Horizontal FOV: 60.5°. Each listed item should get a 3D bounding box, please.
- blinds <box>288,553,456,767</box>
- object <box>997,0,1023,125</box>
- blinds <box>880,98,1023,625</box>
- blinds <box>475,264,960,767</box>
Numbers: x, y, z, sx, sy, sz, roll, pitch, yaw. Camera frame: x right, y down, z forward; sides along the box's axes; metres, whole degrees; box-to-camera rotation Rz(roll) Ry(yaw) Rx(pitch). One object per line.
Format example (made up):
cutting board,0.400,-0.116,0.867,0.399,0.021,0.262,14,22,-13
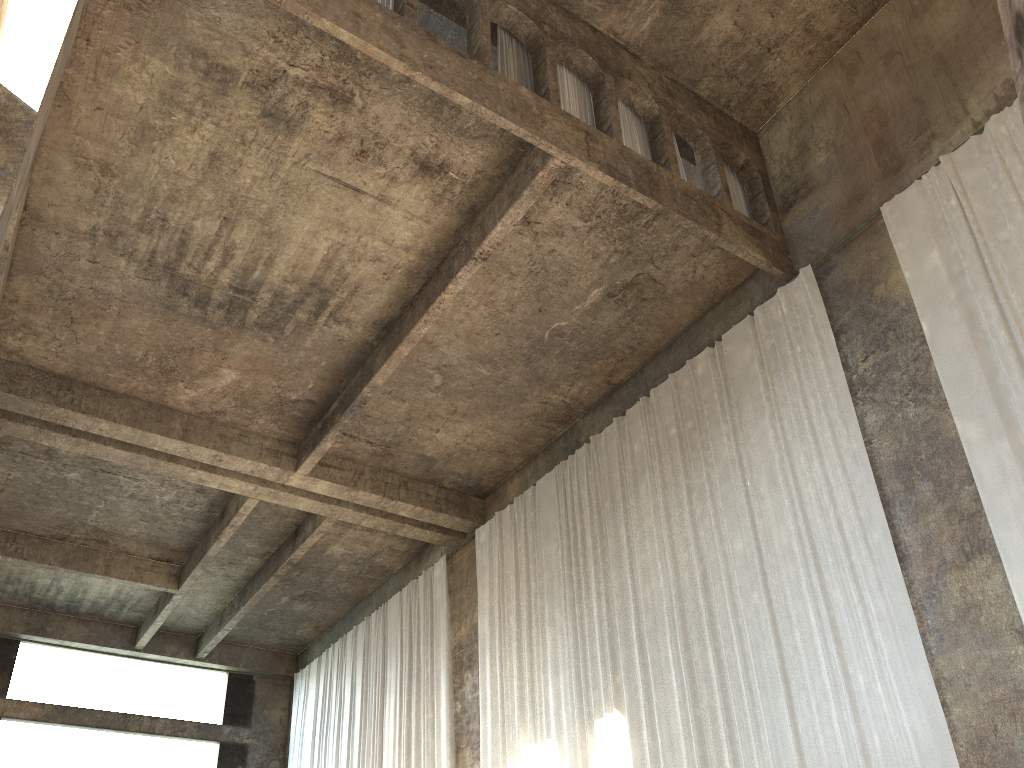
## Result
blinds,-3.164,8.686,17.266,0.280,8.126,8.169,17,-39,-29
object,0.543,0.170,0.165,0.701,2.016,0.727,-1,-33,-3
blinds,6.366,-0.557,4.941,0.279,8.126,8.184,16,-38,-27
blinds,1.608,4.057,11.094,0.279,8.126,8.184,16,-38,-27
